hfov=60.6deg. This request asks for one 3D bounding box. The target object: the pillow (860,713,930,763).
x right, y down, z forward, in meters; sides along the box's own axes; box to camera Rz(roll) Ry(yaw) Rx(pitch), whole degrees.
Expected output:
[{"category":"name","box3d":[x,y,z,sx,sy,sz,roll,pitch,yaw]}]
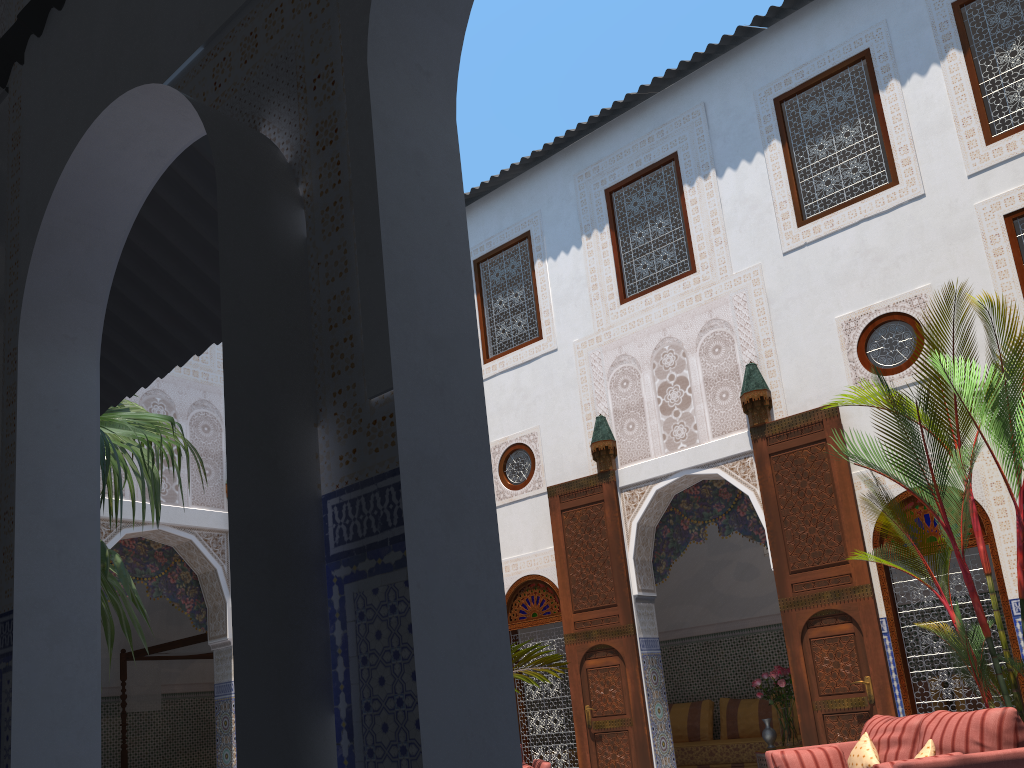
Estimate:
[{"category":"pillow","box3d":[1.853,1.781,4.205,0.300,0.365,0.606,-4,-18,-6]}]

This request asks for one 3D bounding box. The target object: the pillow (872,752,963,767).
[{"category":"pillow","box3d":[1.594,1.573,3.407,0.395,0.235,0.195,-4,-16,-5]}]

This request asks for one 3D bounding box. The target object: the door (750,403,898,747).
[{"category":"door","box3d":[1.913,1.385,5.321,0.596,2.432,0.125,-17,-16,38]}]

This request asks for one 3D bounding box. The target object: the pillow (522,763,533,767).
[{"category":"pillow","box3d":[0.069,2.556,5.599,0.187,0.234,0.413,-4,-19,-6]}]

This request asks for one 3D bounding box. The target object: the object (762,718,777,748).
[{"category":"object","box3d":[1.926,2.616,6.560,0.107,0.206,0.109,8,-20,-44]}]

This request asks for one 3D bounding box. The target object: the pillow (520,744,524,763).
[{"category":"pillow","box3d":[-0.173,2.640,5.924,0.559,0.362,0.333,-4,-16,-6]}]

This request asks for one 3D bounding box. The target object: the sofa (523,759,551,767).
[{"category":"sofa","box3d":[-0.427,2.796,5.694,1.358,0.523,0.763,-4,-18,-6]}]

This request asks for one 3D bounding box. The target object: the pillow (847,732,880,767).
[{"category":"pillow","box3d":[1.667,1.797,4.156,0.131,0.268,0.313,-7,-17,3]}]

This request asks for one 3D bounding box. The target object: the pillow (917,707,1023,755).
[{"category":"pillow","box3d":[1.900,1.566,3.663,0.305,0.387,0.584,-3,-18,-10]}]

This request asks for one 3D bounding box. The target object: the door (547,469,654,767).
[{"category":"door","box3d":[0.644,1.890,6.310,0.594,2.432,0.125,-15,-15,33]}]

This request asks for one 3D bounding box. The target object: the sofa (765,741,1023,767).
[{"category":"sofa","box3d":[1.749,1.887,3.881,0.730,0.521,1.420,-4,-20,-7]}]

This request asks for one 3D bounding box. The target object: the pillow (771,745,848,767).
[{"category":"pillow","box3d":[1.502,1.950,4.376,0.379,0.244,0.195,-4,-16,-5]}]

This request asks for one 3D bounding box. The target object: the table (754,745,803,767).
[{"category":"table","box3d":[2.095,2.828,6.414,0.550,0.312,0.547,-20,-23,36]}]

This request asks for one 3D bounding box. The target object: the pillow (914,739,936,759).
[{"category":"pillow","box3d":[1.689,1.609,3.627,0.151,0.249,0.284,-17,-20,35]}]

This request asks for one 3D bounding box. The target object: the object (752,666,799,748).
[{"category":"object","box3d":[2.006,2.391,6.504,0.335,0.576,0.465,1,-17,-25]}]
